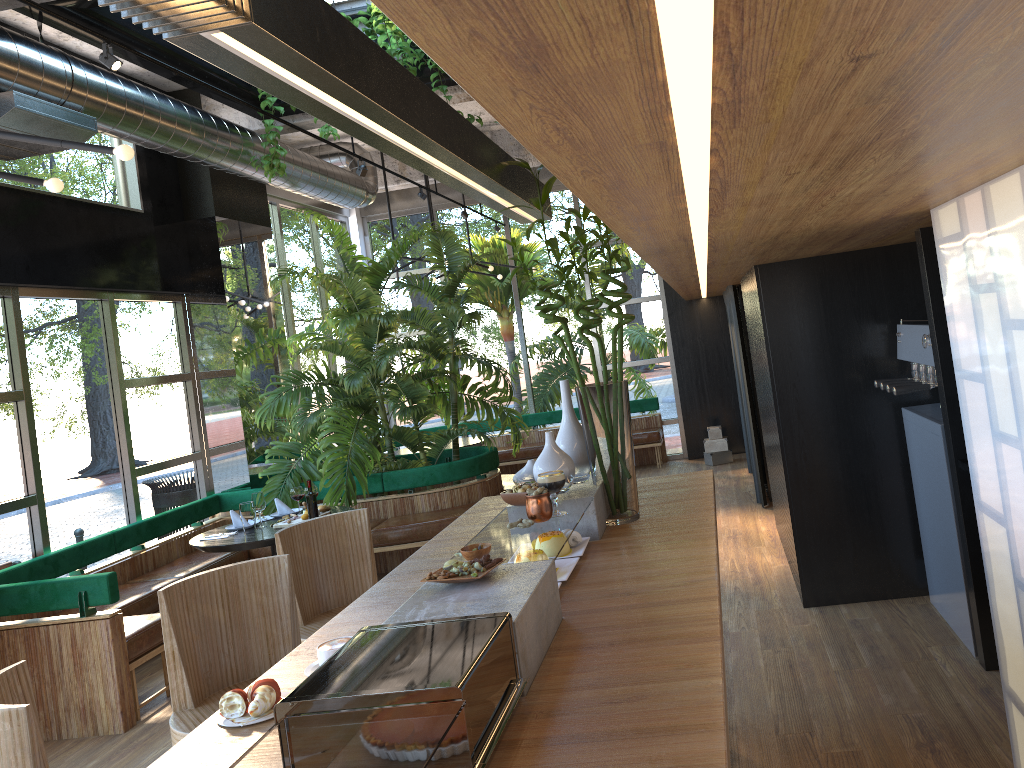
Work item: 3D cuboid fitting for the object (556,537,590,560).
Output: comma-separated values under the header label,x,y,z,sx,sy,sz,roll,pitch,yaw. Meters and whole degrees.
label,x,y,z,sx,sy,sz,roll,pitch,yaw
object,0.128,0.556,2.938,0.241,0.017,0.247,-8,2,9

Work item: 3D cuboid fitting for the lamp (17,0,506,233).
label,x,y,z,sx,sy,sz,roll,pitch,yaw
lamp,-1.162,-2.050,6.356,3.739,1.531,10.176,-8,2,10

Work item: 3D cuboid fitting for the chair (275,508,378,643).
label,x,y,z,sx,sy,sz,roll,pitch,yaw
chair,-0.659,1.067,3.776,0.530,0.969,0.565,-8,-1,20

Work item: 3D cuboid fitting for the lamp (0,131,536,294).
label,x,y,z,sx,sy,sz,roll,pitch,yaw
lamp,-1.096,-1.716,1.965,5.007,1.823,19.217,-8,2,12

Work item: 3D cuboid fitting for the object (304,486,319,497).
label,x,y,z,sx,sy,sz,roll,pitch,yaw
object,-1.452,0.847,6.456,0.103,0.201,0.102,-8,-1,-1

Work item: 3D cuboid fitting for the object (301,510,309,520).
label,x,y,z,sx,sy,sz,roll,pitch,yaw
object,-1.431,0.903,6.214,0.098,0.064,0.164,-8,2,-18

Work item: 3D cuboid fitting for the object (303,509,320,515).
label,x,y,z,sx,sy,sz,roll,pitch,yaw
object,-1.435,0.913,6.318,0.191,0.038,0.064,-6,2,44

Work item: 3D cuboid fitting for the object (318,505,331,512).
label,x,y,z,sx,sy,sz,roll,pitch,yaw
object,-1.357,0.901,6.408,0.058,0.072,0.212,-8,2,3

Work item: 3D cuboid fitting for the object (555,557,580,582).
label,x,y,z,sx,sy,sz,roll,pitch,yaw
object,0.068,0.576,2.681,0.240,0.017,0.248,-8,2,11

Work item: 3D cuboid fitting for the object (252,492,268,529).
label,x,y,z,sx,sy,sz,roll,pitch,yaw
object,-1.760,0.879,6.188,0.094,0.245,0.091,-8,-1,-7

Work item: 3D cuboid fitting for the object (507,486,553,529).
label,x,y,z,sx,sy,sz,roll,pitch,yaw
object,0.052,0.380,2.749,0.161,0.107,0.086,-9,1,-34

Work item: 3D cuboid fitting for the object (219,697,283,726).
label,x,y,z,sx,sy,sz,roll,pitch,yaw
object,-0.551,0.702,1.917,0.127,0.005,0.116,-10,3,-41

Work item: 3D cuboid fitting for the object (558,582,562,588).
label,x,y,z,sx,sy,sz,roll,pitch,yaw
object,0.000,0.596,2.419,0.240,0.017,0.248,-8,2,9

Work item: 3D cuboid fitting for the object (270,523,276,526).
label,x,y,z,sx,sy,sz,roll,pitch,yaw
object,-1.662,0.983,6.192,0.061,0.013,0.150,-8,2,7

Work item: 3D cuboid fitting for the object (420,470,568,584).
label,x,y,z,sx,sy,sz,roll,pitch,yaw
object,-0.040,0.389,2.500,0.205,0.134,0.824,-8,2,19

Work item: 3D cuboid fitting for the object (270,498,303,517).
label,x,y,z,sx,sy,sz,roll,pitch,yaw
object,-1.684,0.910,6.612,0.236,0.139,0.230,-8,1,-6

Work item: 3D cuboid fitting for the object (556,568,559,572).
label,x,y,z,sx,sy,sz,roll,pitch,yaw
object,0.062,0.549,2.693,0.133,0.068,0.136,-8,2,12

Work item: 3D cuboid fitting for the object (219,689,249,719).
label,x,y,z,sx,sy,sz,roll,pitch,yaw
object,-0.592,0.681,1.915,0.060,0.059,0.074,-8,1,1

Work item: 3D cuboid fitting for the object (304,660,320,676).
label,x,y,z,sx,sy,sz,roll,pitch,yaw
object,-0.405,0.669,2.097,0.159,0.020,0.162,-8,2,7

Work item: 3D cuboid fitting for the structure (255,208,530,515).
label,x,y,z,sx,sy,sz,roll,pitch,yaw
structure,-1.132,-0.103,8.567,2.458,3.435,2.643,-8,0,-5

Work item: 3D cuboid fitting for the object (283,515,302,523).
label,x,y,z,sx,sy,sz,roll,pitch,yaw
object,-1.528,0.942,6.227,0.100,0.013,0.226,-7,2,16

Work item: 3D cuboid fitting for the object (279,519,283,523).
label,x,y,z,sx,sy,sz,roll,pitch,yaw
object,-1.619,0.966,6.228,0.031,0.031,0.041,-8,1,35

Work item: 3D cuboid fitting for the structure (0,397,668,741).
label,x,y,z,sx,sy,sz,roll,pitch,yaw
structure,-0.964,1.056,1.688,5.937,1.548,20.447,-8,2,12

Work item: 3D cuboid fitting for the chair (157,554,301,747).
label,x,y,z,sx,sy,sz,roll,pitch,yaw
chair,-0.835,1.125,2.972,0.563,0.969,0.532,-8,-1,-15

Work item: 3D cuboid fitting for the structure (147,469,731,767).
label,x,y,z,sx,sy,sz,roll,pitch,yaw
structure,1.156,0.709,0.517,5.759,1.730,7.242,-8,2,10

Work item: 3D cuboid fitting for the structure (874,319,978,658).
label,x,y,z,sx,sy,sz,roll,pitch,yaw
structure,2.269,0.445,4.562,0.541,1.594,0.852,-8,-1,11

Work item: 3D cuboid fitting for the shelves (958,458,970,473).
label,x,y,z,sx,sy,sz,roll,pitch,yaw
shelves,2.184,0.357,3.567,0.515,0.035,0.883,-8,2,11

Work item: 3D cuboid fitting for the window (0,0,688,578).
label,x,y,z,sx,sy,sz,roll,pitch,yaw
window,-2.389,-1.248,1.876,4.075,6.492,20.700,-8,2,13

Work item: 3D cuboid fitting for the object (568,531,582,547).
label,x,y,z,sx,sy,sz,roll,pitch,yaw
object,0.171,0.524,3.004,0.139,0.057,0.068,-7,1,27

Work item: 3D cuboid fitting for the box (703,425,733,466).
label,x,y,z,sx,sy,sz,roll,pitch,yaw
box,2.480,0.740,10.762,0.333,0.442,0.279,-8,0,-1

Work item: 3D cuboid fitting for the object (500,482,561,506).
label,x,y,z,sx,sy,sz,roll,pitch,yaw
object,0.075,0.378,3.123,0.186,0.073,0.235,-7,2,30

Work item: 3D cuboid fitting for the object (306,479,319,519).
label,x,y,z,sx,sy,sz,roll,pitch,yaw
object,-1.370,0.802,6.071,0.066,0.299,0.071,-9,-1,26

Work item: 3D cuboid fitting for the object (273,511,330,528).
label,x,y,z,sx,sy,sz,roll,pitch,yaw
object,-1.470,0.951,6.223,0.231,0.019,0.365,-7,3,21

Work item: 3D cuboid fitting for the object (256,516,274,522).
label,x,y,z,sx,sy,sz,roll,pitch,yaw
object,-1.859,0.992,6.557,0.165,0.019,0.243,-9,3,-29

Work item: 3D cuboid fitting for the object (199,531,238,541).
label,x,y,z,sx,sy,sz,roll,pitch,yaw
object,-1.980,1.031,6.055,0.251,0.019,0.160,-8,2,9

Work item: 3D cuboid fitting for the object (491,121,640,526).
label,x,y,z,sx,sy,sz,roll,pitch,yaw
object,0.269,-0.251,3.330,0.616,1.549,0.638,-7,-1,-41

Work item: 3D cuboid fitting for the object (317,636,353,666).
label,x,y,z,sx,sy,sz,roll,pitch,yaw
object,-0.389,0.638,2.093,0.135,0.064,0.109,-8,1,-11

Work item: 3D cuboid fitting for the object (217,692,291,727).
label,x,y,z,sx,sy,sz,roll,pitch,yaw
object,-0.549,0.704,1.921,0.161,0.005,0.173,-7,3,22

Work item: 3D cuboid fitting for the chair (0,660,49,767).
label,x,y,z,sx,sy,sz,roll,pitch,yaw
chair,-0.982,1.177,2.225,0.521,0.969,0.573,-8,-1,34

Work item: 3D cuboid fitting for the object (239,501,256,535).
label,x,y,z,sx,sy,sz,roll,pitch,yaw
object,-1.787,0.909,6.020,0.100,0.209,0.111,-9,-1,45

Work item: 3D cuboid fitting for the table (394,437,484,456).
label,x,y,z,sx,sy,sz,roll,pitch,yaw
table,-0.764,1.075,10.150,1.123,0.750,1.078,-8,1,-10

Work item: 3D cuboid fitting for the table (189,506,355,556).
label,x,y,z,sx,sy,sz,roll,pitch,yaw
table,-1.619,1.360,6.231,1.141,0.750,1.059,-9,1,-21

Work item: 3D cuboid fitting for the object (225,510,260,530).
label,x,y,z,sx,sy,sz,roll,pitch,yaw
object,-1.921,0.956,6.311,0.236,0.139,0.230,-8,1,-6

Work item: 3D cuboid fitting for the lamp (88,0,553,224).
label,x,y,z,sx,sy,sz,roll,pitch,yaw
lamp,0.469,-1.741,0.773,4.944,2.132,6.799,-8,2,5

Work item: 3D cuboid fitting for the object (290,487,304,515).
label,x,y,z,sx,sy,sz,roll,pitch,yaw
object,-1.569,0.861,6.514,0.103,0.201,0.102,-8,-1,-1

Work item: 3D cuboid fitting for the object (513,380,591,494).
label,x,y,z,sx,sy,sz,roll,pitch,yaw
object,0.170,0.193,3.358,0.331,0.397,0.304,-8,0,-31

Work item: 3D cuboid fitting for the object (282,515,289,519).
label,x,y,z,sx,sy,sz,roll,pitch,yaw
object,-1.635,0.964,6.415,0.023,0.025,0.048,-8,1,29

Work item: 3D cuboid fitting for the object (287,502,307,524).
label,x,y,z,sx,sy,sz,roll,pitch,yaw
object,-1.482,0.884,6.128,0.142,0.124,0.098,-8,0,-10

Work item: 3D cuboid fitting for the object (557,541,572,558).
label,x,y,z,sx,sy,sz,roll,pitch,yaw
object,0.127,0.530,2.927,0.134,0.068,0.135,-8,2,10

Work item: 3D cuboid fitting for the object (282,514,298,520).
label,x,y,z,sx,sy,sz,roll,pitch,yaw
object,-1.589,0.956,6.382,0.095,0.028,0.132,-7,2,25

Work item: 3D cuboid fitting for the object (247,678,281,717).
label,x,y,z,sx,sy,sz,roll,pitch,yaw
object,-0.538,0.672,1.924,0.072,0.060,0.126,-8,2,-19

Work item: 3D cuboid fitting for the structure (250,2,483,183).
label,x,y,z,sx,sy,sz,roll,pitch,yaw
structure,-1.160,-2.485,7.102,2.063,1.516,1.485,-7,1,39

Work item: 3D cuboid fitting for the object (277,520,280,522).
label,x,y,z,sx,sy,sz,roll,pitch,yaw
object,-1.644,0.973,6.294,0.032,0.019,0.039,-8,2,23

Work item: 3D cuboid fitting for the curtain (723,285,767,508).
label,x,y,z,sx,sy,sz,roll,pitch,yaw
curtain,2.475,-0.027,9.569,0.120,2.058,3.328,-8,1,13

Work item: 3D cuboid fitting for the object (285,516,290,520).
label,x,y,z,sx,sy,sz,roll,pitch,yaw
object,-1.599,0.959,6.318,0.032,0.032,0.038,-8,1,8
